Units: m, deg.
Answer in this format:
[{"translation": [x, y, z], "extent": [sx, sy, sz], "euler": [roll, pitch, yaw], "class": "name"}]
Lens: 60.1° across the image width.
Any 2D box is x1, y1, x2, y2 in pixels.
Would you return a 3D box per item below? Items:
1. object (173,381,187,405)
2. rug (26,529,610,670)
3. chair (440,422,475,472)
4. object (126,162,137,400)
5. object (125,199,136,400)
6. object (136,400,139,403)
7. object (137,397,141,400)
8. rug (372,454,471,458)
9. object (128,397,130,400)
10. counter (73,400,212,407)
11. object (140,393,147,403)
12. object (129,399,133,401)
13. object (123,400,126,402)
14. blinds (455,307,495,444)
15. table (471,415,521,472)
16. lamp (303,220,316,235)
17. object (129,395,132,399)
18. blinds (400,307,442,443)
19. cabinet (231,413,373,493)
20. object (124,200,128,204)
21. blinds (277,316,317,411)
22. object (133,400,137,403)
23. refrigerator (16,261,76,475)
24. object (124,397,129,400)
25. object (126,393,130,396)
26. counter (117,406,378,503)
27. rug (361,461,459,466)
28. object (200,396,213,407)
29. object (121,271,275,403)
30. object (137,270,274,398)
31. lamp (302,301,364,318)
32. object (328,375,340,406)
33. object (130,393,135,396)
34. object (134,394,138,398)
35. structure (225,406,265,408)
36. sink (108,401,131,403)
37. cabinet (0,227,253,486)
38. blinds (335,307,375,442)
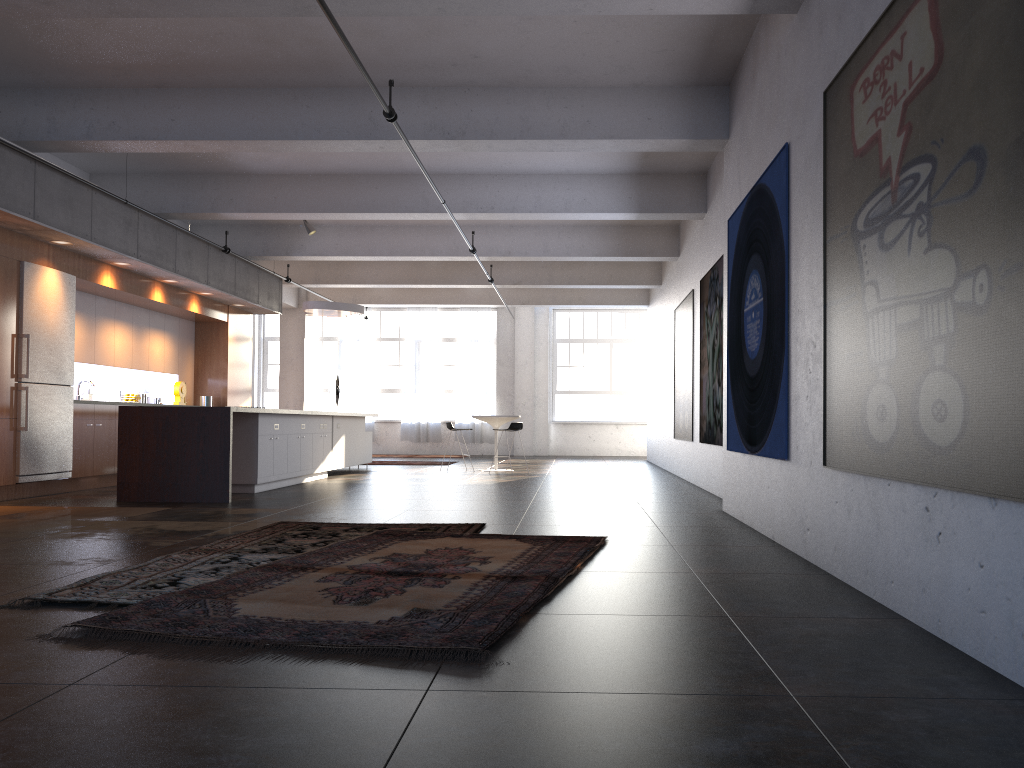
[{"translation": [-5.073, 0.151, 13.550], "extent": [0.099, 0.381, 0.275], "euler": [0, -2, 4], "class": "object"}, {"translation": [-0.540, 0.998, 4.687], "extent": [1.860, 0.048, 3.556], "euler": [0, -3, 13], "class": "rug"}, {"translation": [-0.921, 1.093, 14.959], "extent": [0.512, 0.895, 0.457], "euler": [1, -2, -20], "class": "chair"}, {"translation": [-5.216, 0.195, 12.249], "extent": [0.050, 0.053, 0.065], "euler": [-1, -3, 41], "class": "object"}, {"translation": [-4.776, -0.936, 11.115], "extent": [0.054, 2.227, 2.379], "euler": [1, -2, -21], "class": "object"}, {"translation": [-5.191, 0.250, 12.243], "extent": [0.061, 0.053, 0.053], "euler": [1, -2, -10], "class": "object"}, {"translation": [-6.984, -1.144, 6.660], "extent": [0.061, 2.209, 11.959], "euler": [0, -2, 18], "class": "object"}, {"translation": [-2.651, 1.747, 21.462], "extent": [3.126, 0.009, 1.818], "euler": [0, -3, 2], "class": "rug"}, {"translation": [-5.293, 0.211, 12.238], "extent": [0.052, 0.053, 0.061], "euler": [2, -3, -44], "class": "object"}, {"translation": [-5.607, 0.293, 12.237], "extent": [1.604, 0.039, 4.472], "euler": [0, -3, 4], "class": "counter"}, {"translation": [-5.381, 0.201, 12.925], "extent": [0.060, 0.209, 0.145], "euler": [0, -2, 4], "class": "object"}, {"translation": [-5.238, 0.225, 12.170], "extent": [0.052, 0.053, 0.061], "euler": [1, -2, -15], "class": "object"}, {"translation": [-7.149, 0.482, 6.014], "extent": [0.054, 1.095, 12.891], "euler": [0, -3, 16], "class": "object"}, {"translation": [-0.911, -0.350, 22.491], "extent": [1.029, 3.749, 0.342], "euler": [0, -1, 0], "class": "blinds"}, {"translation": [-0.274, 1.022, 15.266], "extent": [0.827, 0.951, 0.831], "euler": [0, -2, 3], "class": "table"}, {"translation": [-3.080, -2.401, 13.431], "extent": [0.224, 0.286, 0.131], "euler": [1, -2, -14], "class": "lamp"}, {"translation": [-4.921, -1.010, 9.472], "extent": [0.057, 2.189, 5.608], "euler": [1, -2, -7], "class": "object"}, {"translation": [-2.278, -0.352, 22.523], "extent": [1.036, 3.695, 0.339], "euler": [1, -1, -1], "class": "blinds"}, {"translation": [-3.103, 0.916, 12.814], "extent": [0.920, 0.929, 5.663], "euler": [0, -3, 4], "class": "cabinet"}, {"translation": [-5.248, 0.200, 12.293], "extent": [0.051, 0.053, 0.062], "euler": [0, -2, 10], "class": "object"}, {"translation": [-5.472, -0.361, 22.648], "extent": [1.025, 3.711, 0.315], "euler": [0, -1, 1], "class": "blinds"}, {"translation": [-4.623, -0.818, 13.548], "extent": [0.056, 2.308, 2.962], "euler": [0, -2, 23], "class": "object"}, {"translation": [-5.039, -0.143, 9.498], "extent": [0.220, 2.190, 0.956], "euler": [0, -2, 1], "class": "refrigerator"}, {"translation": [-5.301, 0.197, 12.176], "extent": [0.053, 0.053, 0.061], "euler": [1, -2, -6], "class": "object"}, {"translation": [-5.281, 0.148, 12.174], "extent": [0.058, 0.059, 0.051], "euler": [-1, -2, 37], "class": "object"}, {"translation": [-3.157, 0.859, 12.203], "extent": [1.139, 0.970, 6.673], "euler": [0, -3, 4], "class": "counter"}, {"translation": [-2.604, 1.573, 17.758], "extent": [2.880, 0.029, 1.859], "euler": [0, -3, 2], "class": "rug"}, {"translation": [-4.896, 0.280, 14.179], "extent": [0.194, 0.170, 0.187], "euler": [2, -3, -38], "class": "object"}, {"translation": [-7.268, 0.419, 5.971], "extent": [0.940, 1.214, 13.322], "euler": [0, -3, 15], "class": "object"}, {"translation": [-5.185, 0.158, 12.272], "extent": [0.056, 0.060, 0.053], "euler": [0, -2, 26], "class": "object"}, {"translation": [-3.141, -1.260, 14.993], "extent": [1.029, 0.130, 1.057], "euler": [3, -3, -41], "class": "lamp"}, {"translation": [-4.178, 0.748, 20.544], "extent": [1.178, 1.918, 1.058], "euler": [0, -2, 3], "class": "object"}, {"translation": [-5.068, -1.122, 7.362], "extent": [0.059, 2.163, 9.888], "euler": [1, -2, -2], "class": "object"}, {"translation": [-4.933, -1.038, 8.862], "extent": [0.053, 2.167, 6.847], "euler": [1, -2, -4], "class": "object"}, {"translation": [-3.430, 0.326, 11.287], "extent": [0.511, 0.071, 0.641], "euler": [0, -3, 3], "class": "structure"}, {"translation": [-5.203, 0.326, 11.311], "extent": [0.522, 0.192, 0.731], "euler": [0, -2, 3], "class": "sink"}, {"translation": [-6.036, -0.159, 11.512], "extent": [2.374, 2.561, 8.127], "euler": [0, -2, 4], "class": "cabinet"}, {"translation": [-3.974, -0.352, 22.577], "extent": [1.031, 3.673, 0.361], "euler": [0, -1, 1], "class": "blinds"}]
